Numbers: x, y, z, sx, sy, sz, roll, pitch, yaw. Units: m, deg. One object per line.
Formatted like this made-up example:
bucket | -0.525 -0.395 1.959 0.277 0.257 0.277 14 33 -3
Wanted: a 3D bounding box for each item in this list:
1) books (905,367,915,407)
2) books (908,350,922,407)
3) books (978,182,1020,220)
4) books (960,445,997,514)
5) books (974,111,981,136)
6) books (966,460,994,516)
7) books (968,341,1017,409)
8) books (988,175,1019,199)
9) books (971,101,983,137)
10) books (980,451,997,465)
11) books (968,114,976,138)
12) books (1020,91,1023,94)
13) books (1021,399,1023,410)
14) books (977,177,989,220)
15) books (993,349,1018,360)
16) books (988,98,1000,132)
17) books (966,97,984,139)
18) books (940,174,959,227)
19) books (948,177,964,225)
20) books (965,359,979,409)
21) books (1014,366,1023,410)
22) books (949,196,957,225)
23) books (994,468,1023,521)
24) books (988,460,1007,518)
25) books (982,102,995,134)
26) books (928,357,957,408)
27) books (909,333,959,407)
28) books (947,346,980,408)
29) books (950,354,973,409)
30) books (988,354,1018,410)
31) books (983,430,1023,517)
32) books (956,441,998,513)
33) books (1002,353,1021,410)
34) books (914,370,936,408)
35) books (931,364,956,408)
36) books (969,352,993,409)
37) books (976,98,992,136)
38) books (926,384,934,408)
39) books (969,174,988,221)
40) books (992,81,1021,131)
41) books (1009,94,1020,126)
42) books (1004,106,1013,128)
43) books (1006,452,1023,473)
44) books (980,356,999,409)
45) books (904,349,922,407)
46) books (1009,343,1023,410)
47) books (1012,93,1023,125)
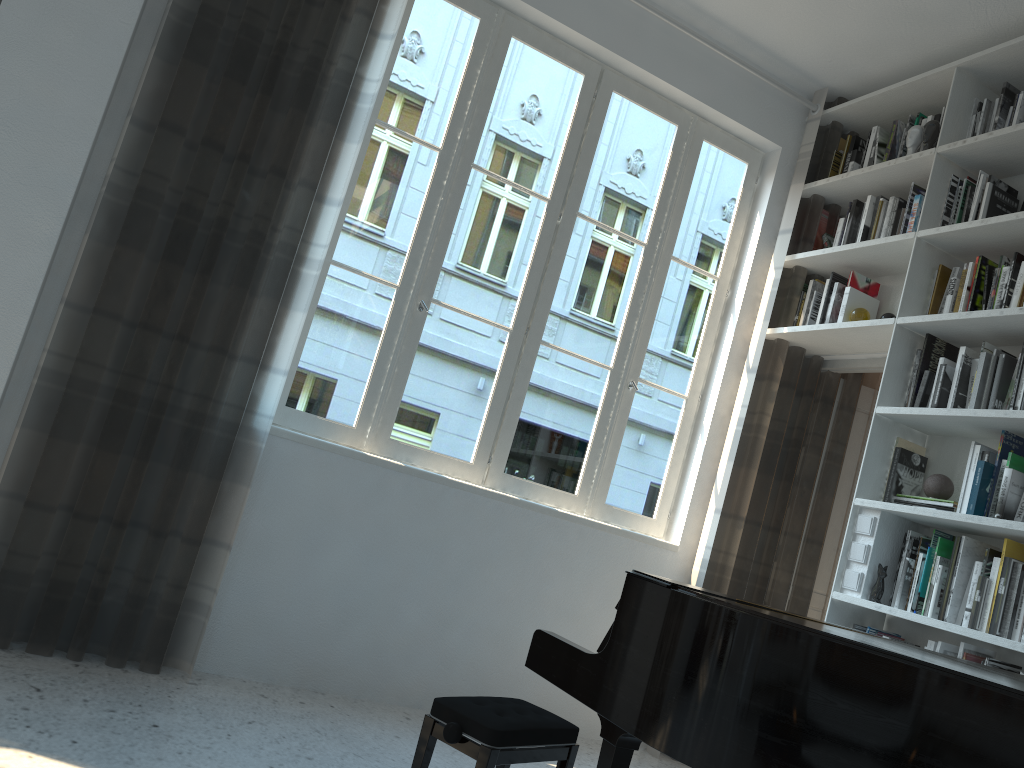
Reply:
books | 1.645 0.053 3.535 0.155 0.209 0.026 19 -8 -24
books | 1.648 0.021 3.511 0.176 0.265 0.027 19 -8 -24
books | 1.902 -0.655 3.472 0.185 0.213 0.012 19 -8 -24
books | 1.694 0.371 3.187 0.150 0.272 0.024 19 -8 -24
books | 1.962 -0.995 3.653 0.158 0.210 0.032 19 -8 -24
books | 1.691 0.395 3.122 0.189 0.208 0.029 19 -8 -24
books | 1.774 0.011 3.279 0.183 0.293 0.011 19 -8 -24
books | 1.909 -0.672 3.489 0.166 0.254 0.012 19 -8 -24
books | 1.960 -1.018 3.674 0.157 0.258 0.007 19 -8 -24
books | 1.710 0.381 3.164 0.143 0.255 0.031 19 -8 -24
books | 1.943 -0.994 3.679 0.142 0.204 0.017 19 -8 -24
books | 2.034 -1.017 3.512 0.129 0.252 0.013 19 -8 -24
books | 1.850 0.040 3.091 0.177 0.229 0.013 19 -8 -24
books | 1.904 -0.669 3.499 0.168 0.249 0.011 19 -8 -24
books | 1.793 0.024 3.252 0.158 0.270 0.011 19 -8 -24
books | 1.990 -1.013 3.592 0.156 0.242 0.016 19 -8 -24
books | 1.956 -1.030 3.698 0.160 0.284 0.007 19 -8 -24
books | 1.838 -0.691 3.644 0.184 0.292 0.005 19 -8 -24
books | 1.852 -0.684 3.635 0.148 0.287 0.006 19 -8 -24
books | 1.767 0.041 3.325 0.139 0.242 0.049 19 -8 -24
books | 1.850 0.031 3.132 0.156 0.256 0.021 19 -8 -24
books | 1.848 -0.644 3.621 0.172 0.206 0.015 19 -8 -24
books | 1.735 0.404 3.028 0.189 0.190 0.029 19 -8 -24
books | 1.746 0.396 3.102 0.148 0.231 0.030 19 -8 -24
books | 1.977 -1.006 3.602 0.177 0.224 0.013 19 -8 -24
books | 1.691 0.037 3.421 0.177 0.235 0.022 19 -8 -24
books | 1.663 -0.012 3.496 0.185 0.333 0.012 19 -8 -24
books | 1.738 0.019 3.363 0.174 0.281 0.023 19 -8 -24
books | 1.734 0.033 3.342 0.176 0.245 0.011 19 -8 -24
books | 1.804 0.035 3.201 0.184 0.242 0.023 19 -8 -24
books | 1.746 0.344 3.125 0.153 0.335 0.011 19 -8 -24
books | 1.689 0.365 3.204 0.160 0.284 0.012 19 -8 -24
books | 1.836 0.034 3.178 0.142 0.256 0.048 19 -8 -24
books | 1.658 0.062 3.467 0.189 0.182 0.037 19 -8 -24
books | 1.689 0.049 3.392 0.188 0.203 0.028 19 -8 -24
books | 1.768 0.030 3.258 0.189 0.247 0.021 19 -8 -24
books | 1.970 -1.016 3.632 0.180 0.249 0.012 19 -8 -24
books | 1.688 0.055 3.455 0.143 0.208 0.042 19 -8 -24
books | 1.891 -0.676 3.511 0.183 0.258 0.023 19 -8 -24
books | 2.000 -1.036 3.539 0.191 0.279 0.015 19 -8 -24
books | 2.026 -1.004 3.494 0.181 0.219 0.013 19 -8 -24
books | 2.011 -0.985 3.523 0.161 0.182 0.026 19 -8 -24
books | 1.745 0.379 3.054 0.172 0.250 0.011 19 -8 -24
books | 1.782 0.035 3.228 0.167 0.237 0.024 19 -8 -24
books | 1.655 0.020 3.560 0.160 0.284 0.012 19 -8 -24
books | 1.840 0.008 3.146 0.152 0.299 0.013 19 -8 -24
books | 2.027 -1.003 3.476 0.173 0.213 0.021 19 -8 -24
